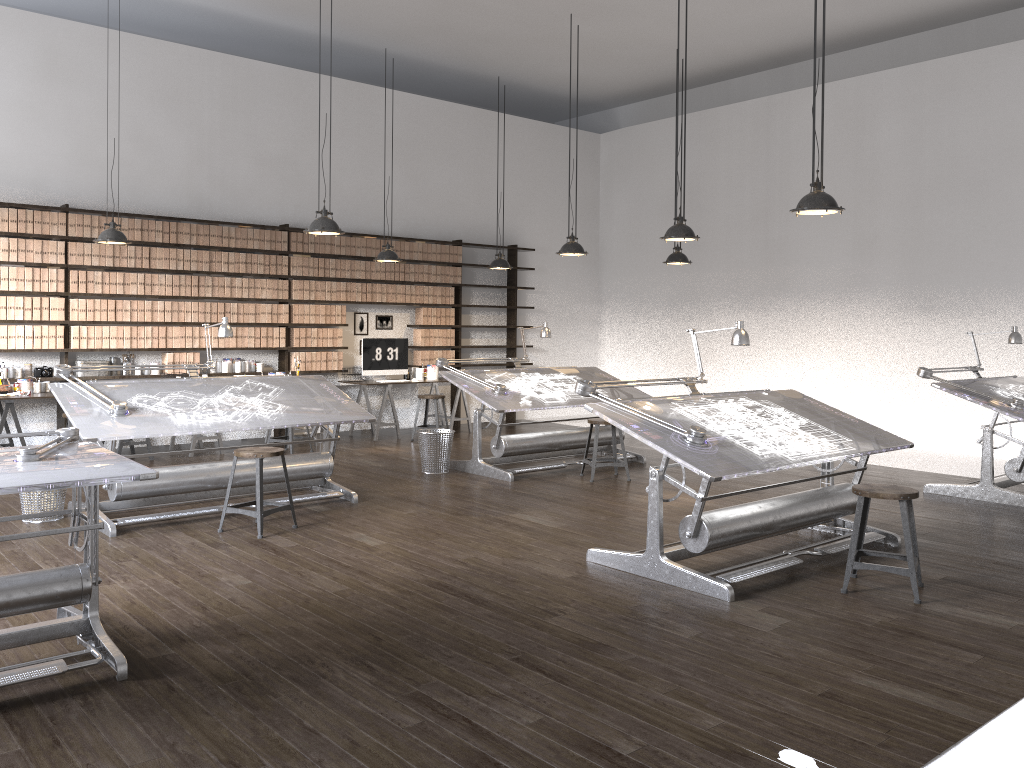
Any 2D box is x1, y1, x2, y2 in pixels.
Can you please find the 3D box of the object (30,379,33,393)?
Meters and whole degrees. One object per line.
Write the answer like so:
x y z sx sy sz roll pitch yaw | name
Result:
-4.560 0.020 8.328 0.095 0.128 0.094 -1 2 -37 | object

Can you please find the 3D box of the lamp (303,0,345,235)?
-1.402 -2.259 6.652 0.311 2.251 0.313 0 1 -20 | lamp

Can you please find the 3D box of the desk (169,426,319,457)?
-2.863 0.361 9.482 1.669 0.669 0.656 -2 3 -40 | desk

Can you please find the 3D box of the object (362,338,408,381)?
-1.556 -0.298 10.753 0.643 0.517 0.204 -2 2 -40 | object

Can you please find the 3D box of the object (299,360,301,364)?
-2.419 -0.184 10.008 0.071 0.186 0.008 1 1 2 | object

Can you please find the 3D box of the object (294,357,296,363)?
-2.435 -0.196 9.998 0.055 0.214 0.007 0 1 -34 | object

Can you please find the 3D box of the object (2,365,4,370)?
-4.672 -0.091 8.097 0.055 0.193 0.006 0 1 -42 | object

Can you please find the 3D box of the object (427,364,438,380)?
-0.994 -0.145 11.089 0.145 0.196 0.144 1 2 22 | object

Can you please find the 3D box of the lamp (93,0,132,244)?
-3.432 -2.342 7.624 0.313 2.251 0.311 1 1 29 | lamp

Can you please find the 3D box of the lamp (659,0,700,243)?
1.311 -2.236 6.846 0.311 2.264 0.313 0 1 -16 | lamp

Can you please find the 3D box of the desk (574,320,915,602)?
1.387 0.312 5.267 2.069 1.385 1.077 -2 3 -40 | desk

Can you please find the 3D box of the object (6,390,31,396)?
-4.469 0.080 8.017 0.197 0.050 0.132 0 3 -11 | object

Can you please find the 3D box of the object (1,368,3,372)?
-4.675 -0.068 8.098 0.044 0.152 0.005 1 1 19 | object

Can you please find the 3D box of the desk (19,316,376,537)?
-2.233 0.204 6.365 2.281 1.385 1.077 -2 3 -40 | desk

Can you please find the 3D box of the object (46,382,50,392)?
-4.434 0.027 8.433 0.062 0.094 0.062 1 2 9 | object

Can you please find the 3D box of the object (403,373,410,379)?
-1.311 -0.125 11.063 0.092 0.142 0.097 1 2 29 | object

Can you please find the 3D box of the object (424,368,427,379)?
-1.101 -0.127 11.087 0.068 0.154 0.068 1 1 26 | object

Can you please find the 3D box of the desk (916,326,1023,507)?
4.355 0.198 7.522 2.069 1.385 1.077 -2 3 -40 | desk

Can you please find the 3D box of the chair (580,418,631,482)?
0.821 0.578 7.819 0.371 0.527 0.359 0 2 -12 | chair

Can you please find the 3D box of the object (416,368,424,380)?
-1.142 -0.122 11.001 0.094 0.144 0.095 0 2 -14 | object

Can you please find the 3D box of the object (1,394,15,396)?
-4.546 0.096 7.940 0.171 0.017 0.011 0 2 -9 | object

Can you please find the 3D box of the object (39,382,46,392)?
-4.438 0.032 8.366 0.063 0.093 0.062 1 2 9 | object

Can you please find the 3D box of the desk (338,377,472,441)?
-1.235 0.288 10.872 1.669 0.669 0.656 -2 3 -40 | desk

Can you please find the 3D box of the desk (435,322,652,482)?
0.317 0.091 8.542 2.069 1.385 1.077 -2 3 -40 | desk

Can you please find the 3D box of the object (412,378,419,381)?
-1.179 -0.052 10.766 0.059 0.028 0.106 -2 5 -44 | object

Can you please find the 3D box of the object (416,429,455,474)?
-0.696 0.614 8.064 0.353 0.377 0.353 0 2 -19 | object

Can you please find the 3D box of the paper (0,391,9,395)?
-4.583 0.087 7.948 0.137 0.038 0.155 3 4 35 | paper

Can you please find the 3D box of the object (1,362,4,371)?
-4.666 -0.096 8.083 0.055 0.214 0.007 1 1 -5 | object

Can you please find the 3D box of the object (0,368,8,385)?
-4.722 -0.070 8.218 0.077 0.146 0.345 0 3 -18 | object

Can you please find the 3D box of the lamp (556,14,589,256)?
0.579 -2.346 8.343 0.311 2.251 0.313 0 1 -16 | lamp

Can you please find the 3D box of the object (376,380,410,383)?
-1.406 -0.033 10.554 0.119 0.017 0.439 4 5 45 | object

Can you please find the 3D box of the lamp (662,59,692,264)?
1.761 -2.399 9.352 0.313 2.251 0.311 1 1 29 | lamp

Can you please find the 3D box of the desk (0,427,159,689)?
-2.182 0.496 3.359 1.269 1.188 1.172 -1 3 -40 | desk

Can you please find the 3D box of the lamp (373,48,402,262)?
-1.314 -2.436 9.432 0.311 2.251 0.313 0 1 -16 | lamp

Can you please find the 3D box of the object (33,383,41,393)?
-4.452 0.036 8.297 0.062 0.094 0.062 1 2 0 | object

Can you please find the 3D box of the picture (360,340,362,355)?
-1.800 -0.459 11.094 0.251 0.183 0.023 -2 2 -40 | picture

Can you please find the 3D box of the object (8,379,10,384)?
-4.619 0.016 8.157 0.040 0.130 0.005 0 1 -39 | object

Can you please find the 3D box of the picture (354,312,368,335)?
-1.879 -0.748 11.022 0.201 0.284 0.022 -1 1 -41 | picture

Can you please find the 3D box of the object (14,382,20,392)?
-4.552 0.040 8.143 0.049 0.112 0.049 -1 2 -44 | object

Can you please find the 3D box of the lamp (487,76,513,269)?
-0.132 -2.488 10.442 0.311 2.251 0.313 0 1 -16 | lamp

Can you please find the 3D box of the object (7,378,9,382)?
-4.629 0.017 8.155 0.033 0.147 0.005 0 1 -40 | object

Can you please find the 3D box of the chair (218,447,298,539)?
-1.632 0.688 5.715 0.372 0.527 0.358 1 2 28 | chair

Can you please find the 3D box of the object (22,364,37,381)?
-4.617 -0.110 8.494 0.236 0.161 0.107 1 2 15 | object

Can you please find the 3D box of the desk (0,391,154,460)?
-4.205 0.420 8.337 1.669 0.669 0.656 -2 3 -40 | desk

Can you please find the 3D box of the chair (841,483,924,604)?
1.909 0.800 4.542 0.372 0.527 0.358 1 2 28 | chair

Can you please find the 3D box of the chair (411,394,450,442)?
-0.942 0.398 10.353 0.372 0.527 0.359 1 2 18 | chair

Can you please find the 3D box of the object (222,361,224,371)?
-3.168 -0.183 9.710 0.045 0.127 0.044 0 1 -40 | object

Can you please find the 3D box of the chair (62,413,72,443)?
-3.850 0.523 7.928 0.372 0.527 0.359 0 2 -32 | chair

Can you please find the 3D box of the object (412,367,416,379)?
-1.221 -0.135 11.196 0.094 0.144 0.095 0 2 -23 | object

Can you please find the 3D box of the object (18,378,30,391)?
-4.527 0.022 8.215 0.104 0.141 0.105 2 2 42 | object

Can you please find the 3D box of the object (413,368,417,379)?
-1.189 -0.128 11.098 0.097 0.143 0.096 0 2 -23 | object

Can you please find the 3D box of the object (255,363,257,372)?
-2.884 -0.188 10.002 0.045 0.102 0.044 2 2 41 | object

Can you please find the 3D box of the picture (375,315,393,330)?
-1.624 -0.780 11.238 0.251 0.183 0.023 -2 2 -40 | picture

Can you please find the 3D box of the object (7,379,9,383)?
-4.635 0.019 8.173 0.040 0.124 0.005 0 1 -37 | object

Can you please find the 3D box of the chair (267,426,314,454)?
-2.303 0.460 9.156 0.358 0.527 0.372 1 2 23 | chair

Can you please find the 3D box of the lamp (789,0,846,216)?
1.802 -2.131 5.184 0.313 2.251 0.311 1 1 29 | lamp

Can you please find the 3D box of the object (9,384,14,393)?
-4.613 0.049 8.175 0.060 0.089 0.059 -1 2 -45 | object
